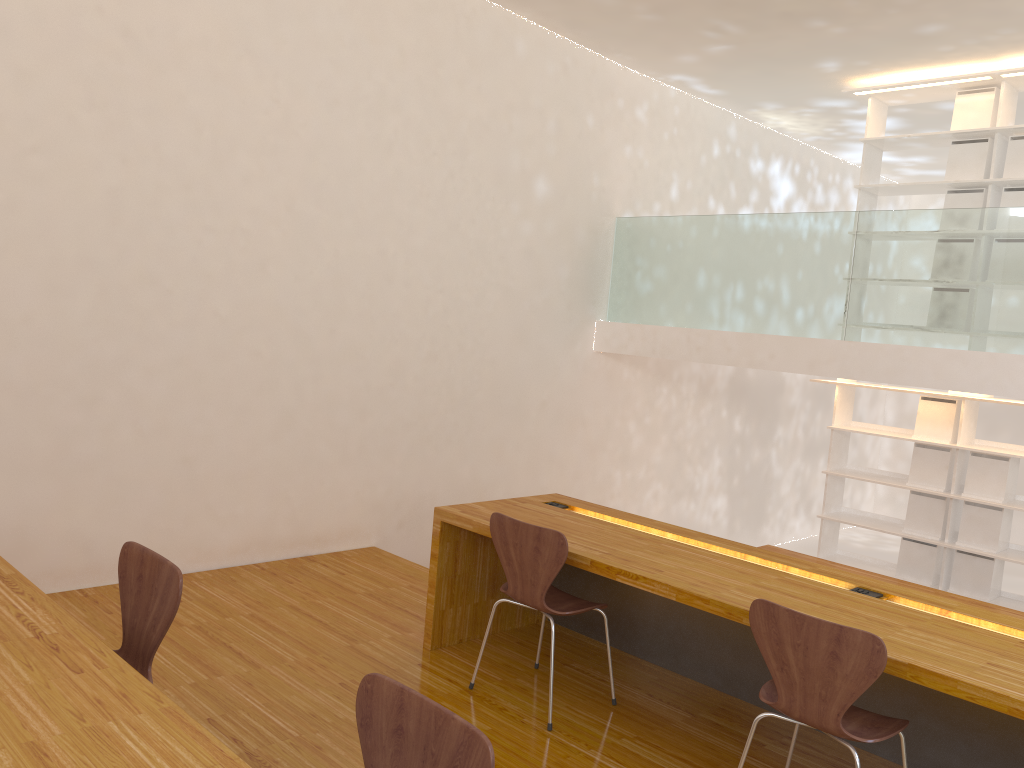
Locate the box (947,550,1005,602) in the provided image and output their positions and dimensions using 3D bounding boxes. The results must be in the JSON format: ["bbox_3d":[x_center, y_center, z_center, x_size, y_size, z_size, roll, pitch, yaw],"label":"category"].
[{"bbox_3d":[3.099,1.257,5.916,0.274,0.296,0.245,1,6,-45],"label":"box"}]

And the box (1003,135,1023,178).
[{"bbox_3d":[3.343,-1.441,5.712,0.274,0.296,0.245,1,6,-45],"label":"box"}]

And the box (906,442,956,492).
[{"bbox_3d":[2.912,0.565,6.114,0.274,0.296,0.245,1,6,-45],"label":"box"}]

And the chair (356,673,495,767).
[{"bbox_3d":[-0.310,0.929,1.542,0.381,0.693,0.428,1,6,-45],"label":"chair"}]

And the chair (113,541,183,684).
[{"bbox_3d":[-1.122,0.804,2.303,0.381,0.693,0.428,1,6,-45],"label":"chair"}]

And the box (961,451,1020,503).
[{"bbox_3d":[3.165,0.606,5.859,0.274,0.296,0.245,1,6,-45],"label":"box"}]

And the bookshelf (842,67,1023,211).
[{"bbox_3d":[3.484,-1.067,5.468,0.498,1.836,2.984,1,6,-45],"label":"bookshelf"}]

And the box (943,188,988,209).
[{"bbox_3d":[3.068,-1.155,5.983,0.274,0.296,0.245,1,6,-45],"label":"box"}]

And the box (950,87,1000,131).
[{"bbox_3d":[3.118,-1.808,5.943,0.274,0.296,0.245,1,6,-45],"label":"box"}]

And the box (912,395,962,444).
[{"bbox_3d":[2.940,0.239,6.091,0.274,0.296,0.245,1,6,-45],"label":"box"}]

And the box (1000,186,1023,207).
[{"bbox_3d":[3.315,-1.116,5.735,0.274,0.296,0.245,1,6,-45],"label":"box"}]

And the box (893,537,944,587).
[{"bbox_3d":[2.848,1.217,6.168,0.274,0.296,0.245,1,6,-45],"label":"box"}]

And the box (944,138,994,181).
[{"bbox_3d":[3.090,-1.483,5.967,0.274,0.296,0.245,1,6,-45],"label":"box"}]

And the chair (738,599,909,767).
[{"bbox_3d":[0.902,0.964,2.519,0.381,0.693,0.428,1,6,-45],"label":"chair"}]

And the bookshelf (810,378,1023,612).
[{"bbox_3d":[3.306,0.981,5.615,0.498,1.836,2.984,1,6,-45],"label":"bookshelf"}]

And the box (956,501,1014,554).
[{"bbox_3d":[3.137,0.932,5.883,0.274,0.296,0.245,1,6,-45],"label":"box"}]

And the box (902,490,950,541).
[{"bbox_3d":[2.890,0.893,6.131,0.274,0.296,0.245,1,6,-45],"label":"box"}]

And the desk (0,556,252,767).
[{"bbox_3d":[-0.772,0.954,1.313,0.760,0.606,3.185,1,6,-45],"label":"desk"}]

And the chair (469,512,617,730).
[{"bbox_3d":[0.145,0.839,3.335,0.381,0.693,0.428,1,6,-45],"label":"chair"}]

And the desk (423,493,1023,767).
[{"bbox_3d":[1.223,1.158,3.061,1.285,0.918,3.236,1,6,-45],"label":"desk"}]
